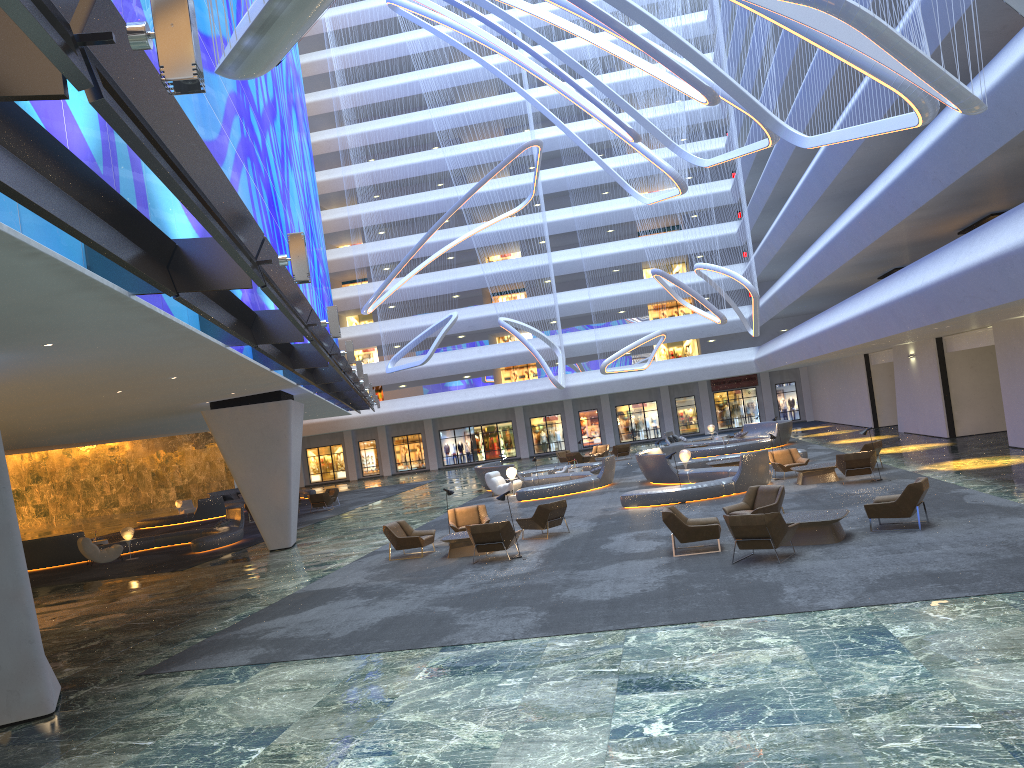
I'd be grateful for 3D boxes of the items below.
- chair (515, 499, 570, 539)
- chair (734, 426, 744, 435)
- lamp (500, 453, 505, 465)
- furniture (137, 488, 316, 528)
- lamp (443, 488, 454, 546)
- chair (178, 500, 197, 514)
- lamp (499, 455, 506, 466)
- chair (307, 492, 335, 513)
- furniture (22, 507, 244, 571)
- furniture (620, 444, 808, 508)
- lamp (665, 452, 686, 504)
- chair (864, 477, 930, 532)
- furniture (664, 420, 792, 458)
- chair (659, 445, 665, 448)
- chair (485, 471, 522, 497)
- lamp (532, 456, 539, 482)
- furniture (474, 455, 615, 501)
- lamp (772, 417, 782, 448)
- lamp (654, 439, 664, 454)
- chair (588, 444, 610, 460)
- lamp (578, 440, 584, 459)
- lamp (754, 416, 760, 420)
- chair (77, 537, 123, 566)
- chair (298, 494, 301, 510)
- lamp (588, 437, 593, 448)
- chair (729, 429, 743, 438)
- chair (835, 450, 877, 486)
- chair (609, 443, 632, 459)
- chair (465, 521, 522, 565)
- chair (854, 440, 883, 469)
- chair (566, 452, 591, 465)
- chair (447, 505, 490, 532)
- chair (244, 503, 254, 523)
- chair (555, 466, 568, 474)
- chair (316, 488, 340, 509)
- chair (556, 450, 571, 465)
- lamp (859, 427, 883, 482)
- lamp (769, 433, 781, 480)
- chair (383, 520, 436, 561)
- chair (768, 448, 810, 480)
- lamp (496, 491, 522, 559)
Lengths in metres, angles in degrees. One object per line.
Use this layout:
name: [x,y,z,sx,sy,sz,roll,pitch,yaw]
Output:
chair: [0.704,2.956,19.363,0.941,0.766,0.927,-9,-2,43]
chair: [11.688,2.464,44.139,0.937,0.766,0.932,-7,-2,-31]
lamp: [-0.353,3.597,38.035,0.201,1.300,0.385,-8,-1,-37]
furniture: [-14.396,5.937,44.654,5.196,0.969,9.914,-9,-3,26]
lamp: [-1.390,3.005,20.181,0.202,1.300,0.383,-8,-1,26]
chair: [-16.123,6.228,44.091,0.727,0.881,1.160,-7,-2,-36]
lamp: [-0.319,3.493,35.622,0.384,1.300,0.202,-8,0,3]
chair: [-7.780,4.812,36.139,0.930,0.766,0.939,-8,-2,8]
furniture: [-13.111,5.108,28.789,9.946,0.969,5.179,-9,-3,26]
furniture: [5.581,2.442,26.442,5.195,0.969,9.914,-9,-3,26]
lamp: [4.053,2.333,22.021,0.385,1.300,0.201,-8,-1,27]
chair: [6.352,1.982,14.585,0.941,0.766,0.928,-9,-2,34]
furniture: [9.855,2.450,40.961,5.188,0.969,9.929,-8,-2,6]
chair: [7.165,3.102,41.284,0.588,0.501,0.490,-9,-2,44]
chair: [-0.284,3.542,31.733,1.159,0.882,0.728,-9,-1,29]
lamp: [0.860,3.112,30.297,0.201,1.300,0.384,-8,-1,-15]
furniture: [1.065,3.331,32.979,5.186,0.969,9.933,-8,-2,1]
lamp: [10.939,1.983,36.535,0.201,1.300,0.385,-8,-1,-31]
lamp: [5.099,2.526,30.205,0.385,1.300,0.201,-8,-1,27]
chair: [4.427,3.473,44.394,0.931,0.766,0.937,-9,-2,28]
lamp: [3.234,3.228,41.056,0.201,1.300,0.385,-8,-1,-28]
lamp: [11.336,2.095,40.574,0.384,1.300,0.202,-8,0,9]
chair: [-12.545,5.035,27.036,1.155,0.882,0.731,-7,-2,-36]
chair: [-9.617,5.159,38.432,0.928,0.766,0.940,-7,-2,-17]
lamp: [3.991,3.265,44.477,0.383,1.300,0.202,-8,-1,-29]
chair: [10.889,2.483,41.926,0.941,0.766,0.927,-9,-2,43]
chair: [8.276,1.993,21.281,0.930,0.766,0.938,-8,-2,16]
chair: [5.243,3.288,42.611,0.928,0.766,0.940,-7,-2,-12]
chair: [-0.344,3.005,17.057,0.930,0.766,0.938,-8,-2,16]
chair: [9.324,1.944,23.587,0.941,0.766,0.927,-9,-2,43]
chair: [3.071,3.534,41.334,0.937,0.766,0.932,-7,-2,-39]
chair: [-0.981,3.228,20.345,0.929,0.766,0.940,-8,-2,-7]
chair: [-10.252,5.133,35.680,0.937,0.766,0.931,-7,-2,-19]
chair: [1.513,3.643,35.530,1.781,0.501,0.587,-7,-2,-26]
chair: [-7.948,4.916,38.096,0.937,0.766,0.932,-6,-2,-42]
chair: [2.744,3.694,44.138,0.927,0.766,0.941,-7,-2,-37]
lamp: [8.562,1.678,21.170,0.385,1.300,0.201,-8,-1,27]
lamp: [7.230,1.994,24.405,0.202,1.300,0.383,-8,-1,26]
chair: [-2.212,3.348,19.158,0.940,0.766,0.928,-8,-2,18]
chair: [7.639,2.216,24.569,0.929,0.766,0.940,-8,-2,-7]
lamp: [-0.058,2.689,16.946,0.385,1.300,0.201,-8,-1,27]
